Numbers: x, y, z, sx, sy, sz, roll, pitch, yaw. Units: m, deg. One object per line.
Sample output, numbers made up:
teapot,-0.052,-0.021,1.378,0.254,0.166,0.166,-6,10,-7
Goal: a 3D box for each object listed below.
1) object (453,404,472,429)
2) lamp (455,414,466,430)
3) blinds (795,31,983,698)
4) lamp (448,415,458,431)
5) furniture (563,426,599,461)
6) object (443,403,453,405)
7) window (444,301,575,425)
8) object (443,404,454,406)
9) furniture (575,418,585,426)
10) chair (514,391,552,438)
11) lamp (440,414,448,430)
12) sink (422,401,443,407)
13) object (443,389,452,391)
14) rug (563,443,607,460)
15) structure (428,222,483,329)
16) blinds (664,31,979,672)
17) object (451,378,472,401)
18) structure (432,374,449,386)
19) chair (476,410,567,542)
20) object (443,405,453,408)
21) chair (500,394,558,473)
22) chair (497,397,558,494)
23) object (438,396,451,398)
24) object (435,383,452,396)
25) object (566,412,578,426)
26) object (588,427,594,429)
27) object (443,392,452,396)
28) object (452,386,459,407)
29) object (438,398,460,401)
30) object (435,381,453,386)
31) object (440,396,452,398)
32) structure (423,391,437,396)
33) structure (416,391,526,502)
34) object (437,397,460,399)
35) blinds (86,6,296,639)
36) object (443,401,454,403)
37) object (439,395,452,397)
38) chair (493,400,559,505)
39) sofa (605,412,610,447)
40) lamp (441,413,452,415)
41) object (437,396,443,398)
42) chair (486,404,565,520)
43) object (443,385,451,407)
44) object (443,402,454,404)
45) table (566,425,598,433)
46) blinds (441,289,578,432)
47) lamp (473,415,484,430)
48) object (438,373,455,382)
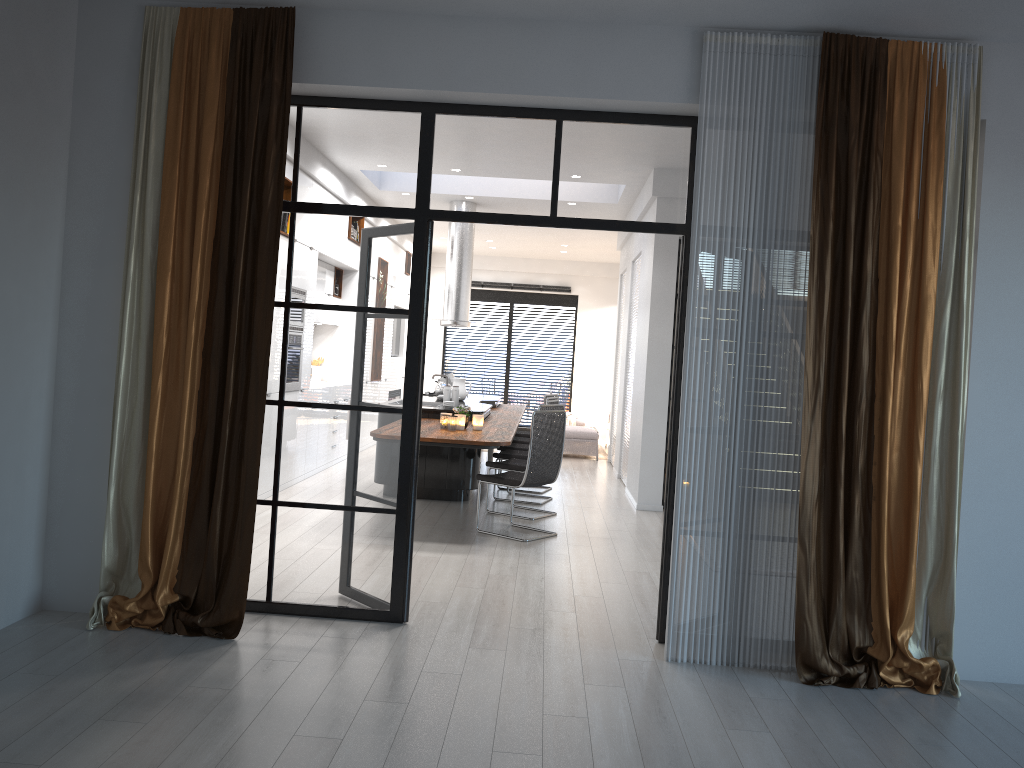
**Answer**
object,-0.414,0.271,7.431,0.151,0.206,0.157,4,1,19
lamp,-0.429,0.316,7.294,0.095,0.124,0.095,4,1,-5
blinds,1.759,-0.122,4.141,0.811,3.044,0.255,4,0,3
lamp,-0.482,0.318,7.196,0.078,0.120,0.078,3,1,-15
furniture,0.902,0.853,13.180,0.699,0.460,0.700,4,1,-3
object,-0.618,0.201,8.656,0.111,0.023,0.111,4,2,15
window,3.038,-1.546,17.669,8.566,5.060,0.462,4,0,1
object,-0.619,0.214,8.656,0.111,0.023,0.111,4,2,15
furniture,0.919,0.785,15.494,0.699,0.460,0.699,4,1,2
chair,0.215,0.582,11.410,0.537,1.018,0.471,4,0,2
lamp,-0.552,0.312,7.265,0.078,0.120,0.078,3,1,-15
sink,-0.959,0.270,9.068,0.485,0.152,0.738,4,2,2
object,-0.701,0.089,9.867,0.138,0.051,0.138,3,2,-18
rug,0.704,1.024,14.356,1.623,0.020,2.520,4,2,2
structure,-0.676,-1.519,11.370,0.695,1.608,1.043,4,1,1
blinds,1.477,-0.136,4.254,1.301,3.068,0.052,4,0,3
object,-0.597,0.062,10.143,0.211,0.254,0.183,4,1,36
structure,-0.737,0.058,9.032,0.177,0.310,0.089,4,0,2
chair,0.061,0.698,7.160,0.537,1.018,0.470,4,1,37
object,-0.619,0.221,8.656,0.111,0.023,0.111,4,2,15
chair,0.189,0.609,10.447,0.537,1.018,0.470,4,1,22
chair,0.160,0.631,9.634,0.537,1.018,0.470,4,0,17
object,-0.705,0.151,9.867,0.229,0.016,0.229,4,2,-1
object,-0.809,0.079,10.491,0.211,0.174,0.211,4,1,9
object,0.942,0.661,15.441,0.418,0.355,0.761,4,1,10
object,1.213,0.708,14.155,0.281,0.032,0.533,4,2,15
object,-0.703,0.118,9.868,0.138,0.051,0.138,3,2,-18
object,-0.563,0.122,8.808,0.071,0.219,0.071,4,0,28
object,-0.707,0.175,9.868,0.264,0.033,0.264,5,2,39
object,-0.835,0.040,11.361,0.252,0.147,0.266,2,2,-45
object,-0.705,0.147,9.867,0.229,0.016,0.229,4,2,-1
structure,-0.867,0.125,11.362,0.502,0.026,0.812,4,2,2
structure,-0.613,0.659,9.273,1.377,0.887,5.642,4,2,2
object,-0.706,0.169,9.868,0.264,0.033,0.264,5,2,39
blinds,-1.534,-0.336,4.281,0.811,3.044,0.255,4,0,2
object,-0.617,0.182,8.656,0.111,0.023,0.111,4,2,15
object,-0.705,0.137,9.867,0.229,0.016,0.229,4,2,-1
chair,0.131,0.651,8.916,0.537,1.018,0.470,4,0,17
sofa,2.015,0.715,14.042,0.898,0.825,2.094,4,1,2
lamp,-0.549,0.306,7.370,0.095,0.124,0.095,4,1,19
object,-0.706,0.162,9.868,0.264,0.033,0.264,5,2,39
chair,0.108,0.673,8.098,0.537,1.018,0.470,4,1,32
object,-0.645,0.117,8.802,0.071,0.219,0.071,3,0,-34
object,-0.618,0.195,8.656,0.111,0.023,0.111,4,2,15
table,0.854,0.872,14.294,1.000,0.350,1.000,4,2,2
blinds,-0.072,-0.467,17.447,2.585,2.720,0.358,4,0,2
lamp,-0.285,0.322,7.404,0.096,0.124,0.095,4,1,35
object,-0.838,-0.046,11.358,0.249,0.212,0.256,4,1,38
